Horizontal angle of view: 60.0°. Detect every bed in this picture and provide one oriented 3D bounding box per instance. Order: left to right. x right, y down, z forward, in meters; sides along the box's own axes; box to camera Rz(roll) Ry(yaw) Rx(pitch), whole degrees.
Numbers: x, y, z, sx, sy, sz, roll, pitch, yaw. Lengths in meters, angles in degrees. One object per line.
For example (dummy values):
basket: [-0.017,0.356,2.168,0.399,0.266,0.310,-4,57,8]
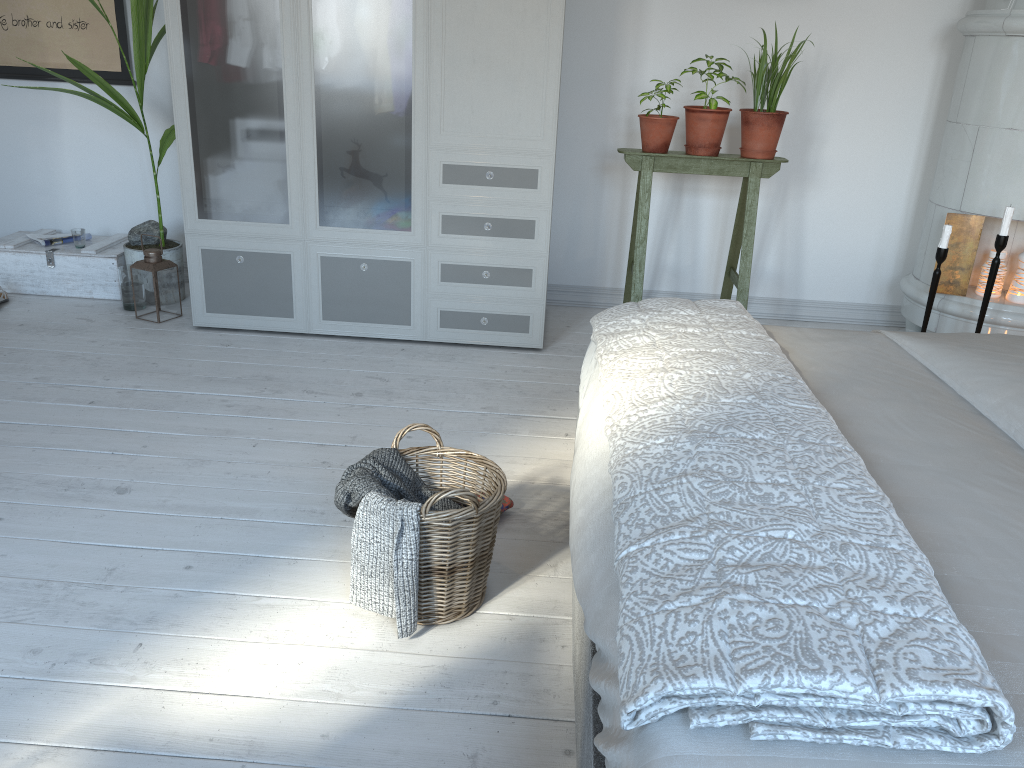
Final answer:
bed: [1.195,0.167,1.517,2.176,1.053,1.876,4,22,2]

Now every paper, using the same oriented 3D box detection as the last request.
paper: [-2.083,-0.674,4.074,0.174,0.031,0.221,17,25,32]

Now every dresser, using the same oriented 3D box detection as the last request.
dresser: [-0.521,-1.304,3.467,1.432,2.177,0.626,4,22,2]

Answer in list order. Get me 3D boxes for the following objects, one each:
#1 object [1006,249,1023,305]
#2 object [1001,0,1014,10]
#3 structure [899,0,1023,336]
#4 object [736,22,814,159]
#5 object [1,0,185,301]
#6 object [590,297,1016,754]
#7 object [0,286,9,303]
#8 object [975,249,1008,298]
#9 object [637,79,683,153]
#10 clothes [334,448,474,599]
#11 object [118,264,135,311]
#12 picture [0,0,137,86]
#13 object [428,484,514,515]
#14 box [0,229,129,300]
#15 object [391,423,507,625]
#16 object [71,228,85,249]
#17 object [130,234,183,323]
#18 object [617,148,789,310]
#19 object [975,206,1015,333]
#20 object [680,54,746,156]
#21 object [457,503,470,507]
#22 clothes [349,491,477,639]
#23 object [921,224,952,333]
object: [1.972,-0.415,3.402,0.098,0.211,0.097,3,22,1]
object: [1.803,-1.403,3.117,0.059,0.166,0.195,-16,29,-39]
structure: [1.925,-1.311,3.149,1.244,2.854,0.797,-16,29,-39]
object: [0.979,-1.123,3.400,0.300,0.502,0.331,-3,23,-14]
object: [-1.588,-1.081,3.633,0.288,1.564,1.039,16,25,29]
object: [0.356,0.074,1.541,0.405,0.105,1.451,4,21,2]
object: [-2.219,-0.401,3.789,0.099,0.126,0.271,-7,24,-23]
object: [1.886,-0.432,3.475,0.093,0.181,0.092,5,22,6]
object: [0.566,-1.055,3.480,0.194,0.279,0.176,-10,25,-28]
clothes: [-0.233,0.302,1.941,0.297,0.271,0.244,4,22,3]
object: [-1.636,-0.416,3.823,0.100,0.181,0.099,-8,24,-26]
picture: [-2.049,-1.976,3.748,0.793,1.321,0.056,4,22,2]
object: [-0.119,0.299,2.345,0.222,0.084,0.119,15,25,29]
box: [-2.041,-0.556,4.077,0.641,0.220,0.373,4,22,2]
object: [-0.175,0.310,1.940,0.318,0.353,0.318,17,26,31]
object: [-1.934,-0.649,3.961,0.060,0.082,0.060,-10,26,-30]
object: [-1.489,-0.445,3.695,0.137,0.354,0.131,13,24,23]
object: [0.738,-0.555,3.678,0.671,0.779,0.428,4,22,2]
object: [1.711,-0.290,3.207,0.091,0.723,0.091,7,23,10]
object: [0.769,-1.078,3.438,0.258,0.372,0.233,8,23,13]
object: [-0.175,0.351,2.156,0.222,0.123,0.082,4,22,2]
clothes: [-0.199,0.329,1.918,0.234,0.290,0.282,21,28,38]
object: [1.576,-0.299,3.346,0.091,0.626,0.091,-5,23,-18]
